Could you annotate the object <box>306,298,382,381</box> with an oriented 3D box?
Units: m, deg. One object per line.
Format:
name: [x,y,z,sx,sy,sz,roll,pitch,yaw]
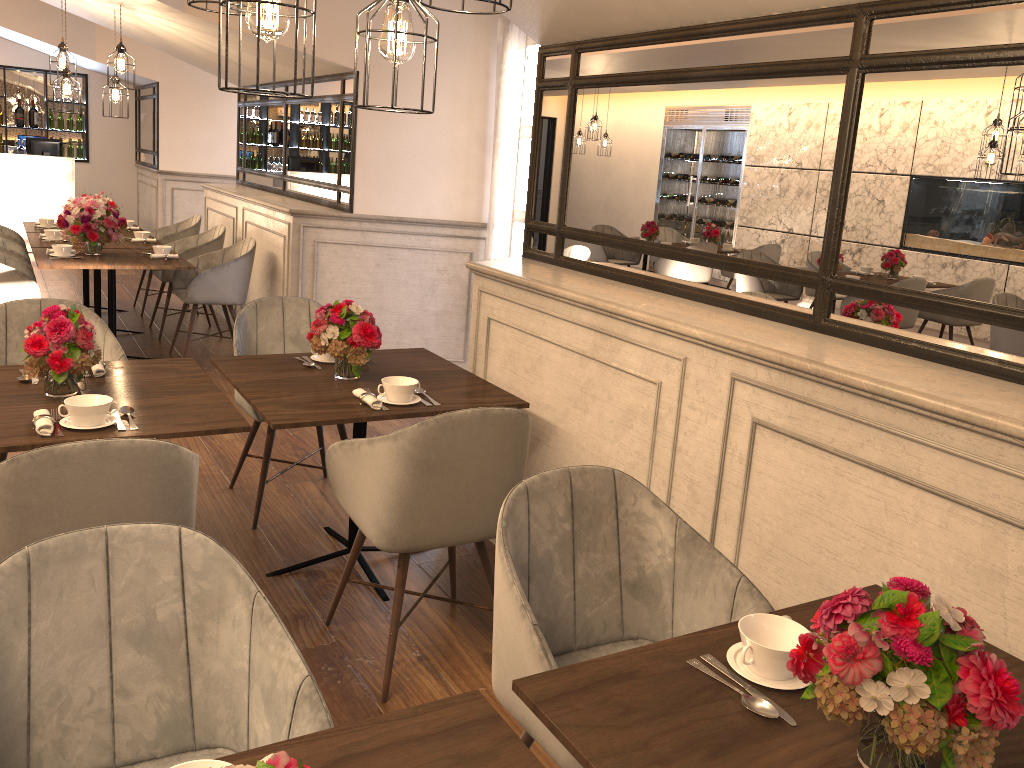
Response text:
object: [-0.596,-0.174,3.223,0.307,0.298,0.235,13,15,33]

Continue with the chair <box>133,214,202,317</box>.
chair: [-3.027,-1.068,7.802,0.527,0.863,0.571,-3,14,-30]

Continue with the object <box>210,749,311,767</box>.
object: [-0.244,0.468,0.784,0.234,0.298,0.309,2,13,-12]

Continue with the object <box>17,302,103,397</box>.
object: [-1.401,-0.115,2.740,0.234,0.298,0.309,2,13,-12]

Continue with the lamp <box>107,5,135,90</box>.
lamp: [-2.633,-3.051,5.949,0.175,2.048,0.177,-2,13,-29]

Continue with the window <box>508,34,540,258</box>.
window: [1.099,-0.704,4.545,0.495,2.363,14.668,-3,16,-34]

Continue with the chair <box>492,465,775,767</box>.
chair: [0.221,0.674,1.880,0.565,0.863,0.532,-3,14,-30]

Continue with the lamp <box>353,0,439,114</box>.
lamp: [-0.193,-1.629,1.835,0.175,2.048,0.177,-2,13,-29]

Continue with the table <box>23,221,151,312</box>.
table: [-3.610,-0.961,7.503,0.897,0.713,0.906,-3,15,-30]

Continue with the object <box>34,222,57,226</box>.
object: [-3.861,-1.326,7.333,0.176,0.038,0.056,-4,15,-30]

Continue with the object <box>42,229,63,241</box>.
object: [-3.356,-1.089,6.479,0.148,0.071,0.150,7,14,11]

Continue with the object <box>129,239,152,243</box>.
object: [-2.819,-1.091,6.748,0.193,0.024,0.025,-4,15,-30]

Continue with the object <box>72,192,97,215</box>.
object: [-3.538,-1.451,7.379,0.234,0.298,0.308,8,13,16]

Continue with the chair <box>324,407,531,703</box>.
chair: [-0.248,0.422,2.735,0.565,0.863,0.532,-3,14,-30]

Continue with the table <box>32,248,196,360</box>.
table: [-2.673,-0.490,5.920,0.897,0.713,0.906,-3,15,-30]

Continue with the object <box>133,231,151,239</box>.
object: [-2.848,-1.135,6.816,0.148,0.071,0.150,7,14,11]

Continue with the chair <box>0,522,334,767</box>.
chair: [-0.607,0.731,1.397,0.565,0.863,0.532,-3,14,-30]

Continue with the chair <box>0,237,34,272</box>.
chair: [-3.697,-0.749,6.326,0.527,0.863,0.571,-3,14,-30]

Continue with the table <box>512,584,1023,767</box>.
table: [0.583,0.913,1.348,0.897,0.713,0.906,-3,15,-30]

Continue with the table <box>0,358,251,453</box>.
table: [-1.404,0.387,2.825,0.897,0.713,0.906,-3,15,-30]

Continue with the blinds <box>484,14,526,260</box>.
blinds: [0.181,-1.138,5.317,0.134,2.669,1.395,-2,13,-30]

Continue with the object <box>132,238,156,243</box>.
object: [-2.793,-1.090,6.723,0.176,0.038,0.056,-4,15,-30]

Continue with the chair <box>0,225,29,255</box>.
chair: [-4.165,-0.985,7.118,0.527,0.863,0.571,-3,14,-30]

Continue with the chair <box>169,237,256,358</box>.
chair: [-2.090,-0.597,6.219,0.527,0.863,0.571,-3,14,-30]

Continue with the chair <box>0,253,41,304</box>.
chair: [-3.228,-0.513,5.535,0.527,0.863,0.571,-3,14,-30]

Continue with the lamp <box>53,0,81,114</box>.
lamp: [-3.030,-2.895,5.993,0.175,2.048,0.177,-2,13,-29]

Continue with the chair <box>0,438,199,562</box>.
chair: [-1.077,0.480,2.252,0.565,0.863,0.532,-3,14,-30]

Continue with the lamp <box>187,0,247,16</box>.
lamp: [-0.560,-1.847,1.805,0.175,2.048,0.177,-2,13,-29]

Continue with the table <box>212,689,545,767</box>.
table: [-0.245,0.970,0.865,0.897,0.713,0.906,-3,15,-30]

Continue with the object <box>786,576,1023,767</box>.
object: [0.561,0.409,1.267,0.307,0.298,0.235,13,15,33]

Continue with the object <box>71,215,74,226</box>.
object: [-3.194,-1.239,6.655,0.234,0.298,0.309,2,13,-12]

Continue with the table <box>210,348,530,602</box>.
table: [-0.575,0.330,3.307,0.897,0.713,0.906,-3,15,-30]

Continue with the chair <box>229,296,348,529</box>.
chair: [-0.938,0.091,3.839,0.565,0.863,0.532,-3,14,-30]

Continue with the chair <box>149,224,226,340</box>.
chair: [-2.559,-0.833,7.010,0.527,0.863,0.571,-3,14,-30]

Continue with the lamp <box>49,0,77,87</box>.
lamp: [-3.179,-3.165,6.233,0.175,2.048,0.177,-2,13,-29]

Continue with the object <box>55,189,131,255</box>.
object: [-2.777,-1.070,5.861,0.421,0.421,0.409,-7,17,-42]

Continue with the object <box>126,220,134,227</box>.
object: [-3.295,-1.359,7.571,0.148,0.071,0.150,7,14,11]

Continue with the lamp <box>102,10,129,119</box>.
lamp: [-2.812,-2.946,6.263,0.175,2.048,0.177,-2,13,-29]

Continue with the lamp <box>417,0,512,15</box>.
lamp: [-0.014,-1.734,1.522,0.175,2.048,0.177,-2,13,-29]

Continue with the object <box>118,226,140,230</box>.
object: [-3.239,-1.314,7.478,0.176,0.038,0.056,-4,15,-30]

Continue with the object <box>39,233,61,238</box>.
object: [-3.414,-1.101,6.578,0.176,0.038,0.056,-4,15,-30]

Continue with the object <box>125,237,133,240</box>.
object: [-2.924,-1.134,6.907,0.197,0.014,0.043,-5,17,-34]

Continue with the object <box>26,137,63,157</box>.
object: [-5.396,-2.674,10.240,0.130,0.325,0.410,13,15,35]

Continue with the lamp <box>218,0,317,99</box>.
lamp: [-0.411,-1.578,1.565,0.175,2.048,0.177,-2,13,-29]

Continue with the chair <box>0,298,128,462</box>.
chair: [-1.766,0.148,3.356,0.565,0.863,0.532,-3,14,-30]

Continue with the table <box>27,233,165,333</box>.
table: [-3.142,-0.725,6.711,0.897,0.713,0.906,-3,15,-30]

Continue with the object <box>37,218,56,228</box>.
object: [-3.803,-1.314,7.234,0.148,0.071,0.150,7,14,11]

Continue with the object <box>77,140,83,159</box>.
object: [-5.764,-3.131,11.817,0.066,0.258,0.066,13,14,37]
